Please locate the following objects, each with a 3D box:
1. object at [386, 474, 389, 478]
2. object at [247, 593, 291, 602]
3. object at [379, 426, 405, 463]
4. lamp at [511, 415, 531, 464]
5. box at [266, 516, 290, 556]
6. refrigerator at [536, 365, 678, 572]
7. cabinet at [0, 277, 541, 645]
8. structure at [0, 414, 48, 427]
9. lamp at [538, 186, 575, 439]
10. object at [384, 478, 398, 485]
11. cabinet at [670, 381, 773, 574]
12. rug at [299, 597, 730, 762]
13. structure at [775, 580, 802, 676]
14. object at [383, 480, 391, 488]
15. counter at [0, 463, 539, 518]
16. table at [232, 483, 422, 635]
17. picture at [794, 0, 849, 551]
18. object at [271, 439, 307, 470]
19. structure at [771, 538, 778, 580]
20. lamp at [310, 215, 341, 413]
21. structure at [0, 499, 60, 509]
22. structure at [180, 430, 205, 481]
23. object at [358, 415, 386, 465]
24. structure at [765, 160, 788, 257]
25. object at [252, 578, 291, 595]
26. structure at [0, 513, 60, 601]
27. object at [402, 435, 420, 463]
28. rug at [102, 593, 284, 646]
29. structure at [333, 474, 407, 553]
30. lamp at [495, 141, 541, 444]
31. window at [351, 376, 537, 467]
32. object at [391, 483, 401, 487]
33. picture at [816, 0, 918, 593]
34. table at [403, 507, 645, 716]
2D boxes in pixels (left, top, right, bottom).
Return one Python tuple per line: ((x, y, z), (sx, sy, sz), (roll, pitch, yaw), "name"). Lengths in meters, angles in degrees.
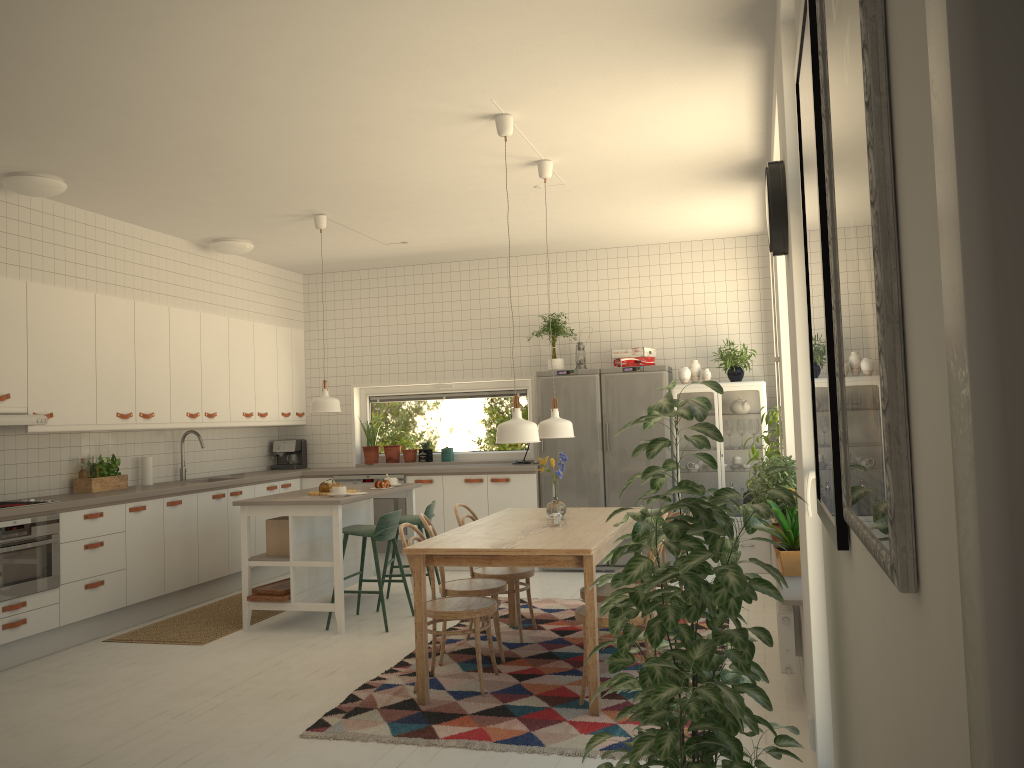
((-0.942, 0.733, 6.796), (0.028, 0.086, 0.102), (0, -3, -34), "object")
((-1.559, 1.419, 6.028), (0.280, 0.030, 0.430), (-3, -2, 16), "object")
((-1.186, 0.602, 8.821), (0.258, 0.370, 0.234), (-3, -3, 27), "object")
((0.031, 0.509, 8.221), (0.239, 0.466, 0.262), (-5, -4, 44), "lamp")
((-1.512, 1.045, 6.170), (0.237, 0.242, 0.357), (-3, -3, 16), "box")
((0.858, 0.757, 7.876), (1.146, 1.778, 0.559), (-3, -3, 16), "refrigerator")
((-1.678, 0.410, 6.365), (2.852, 2.160, 4.843), (-3, -3, 16), "cabinet")
((-3.214, 0.219, 5.267), (0.482, 0.073, 0.680), (-3, -2, 16), "structure")
((0.234, -0.474, 5.341), (0.229, 1.596, 0.229), (-1, -3, -29), "lamp")
((-0.927, 0.748, 6.777), (0.094, 0.060, 0.098), (-3, -3, 13), "object")
((1.808, 0.789, 7.616), (0.789, 1.593, 0.453), (-3, -3, 16), "cabinet")
((0.308, 1.521, 5.041), (1.748, 0.035, 3.024), (-3, -2, 16), "rug")
((1.405, 1.191, 4.497), (0.113, 0.279, 1.028), (-3, -2, 16), "structure")
((-0.937, 0.746, 6.617), (0.060, 0.059, 0.074), (-1, -3, -15), "object")
((-1.662, 0.807, 6.345), (2.856, 0.163, 4.843), (-3, -2, 16), "counter")
((-1.276, 1.218, 6.472), (0.794, 0.864, 1.423), (-3, -3, 16), "table")
((0.597, -0.218, 1.735), (0.018, 0.999, 0.545), (-3, -3, 16), "picture")
((-2.254, 0.704, 8.843), (0.316, 0.292, 0.279), (-3, -3, 17), "object")
((2.037, 1.260, 6.744), (0.113, 0.276, 1.016), (-3, -2, 16), "structure")
((-1.388, -0.534, 6.515), (0.229, 1.491, 0.229), (-3, -3, 16), "lamp")
((-3.154, 0.741, 5.218), (0.504, 0.057, 0.763), (-3, -2, 16), "structure")
((-2.678, 0.597, 7.420), (0.236, 0.421, 0.063), (-3, -3, 23), "structure")
((-1.392, 0.549, 8.866), (0.300, 0.499, 0.333), (-2, -3, -1), "object")
((1.042, -0.691, 3.502), (0.074, 0.371, 0.371), (-3, -3, 15), "structure")
((-1.556, 1.392, 6.107), (0.280, 0.030, 0.430), (-3, -3, 24), "object")
((-3.190, 1.027, 5.225), (0.704, 0.447, 0.682), (-3, -3, 16), "structure")
((-0.995, 0.641, 8.742), (0.194, 0.277, 0.176), (-1, -3, -17), "object")
((-2.026, 1.681, 6.606), (0.750, 0.004, 1.999), (-3, -2, 16), "rug")
((-1.224, 1.203, 8.451), (0.705, 0.710, 0.704), (-3, -3, 16), "structure")
((0.002, -0.500, 4.515), (0.229, 1.596, 0.229), (0, -4, -40), "lamp")
((-0.651, 0.381, 8.738), (1.898, 0.816, 0.293), (-3, -3, 16), "window")
((-0.926, 0.775, 6.774), (0.160, 0.020, 0.160), (-3, -2, 12), "object")
((0.413, -0.236, 1.078), (0.020, 0.869, 0.525), (-3, -3, 16), "picture")
((0.175, 1.147, 4.861), (0.894, 0.749, 1.797), (-3, -3, 16), "table")
